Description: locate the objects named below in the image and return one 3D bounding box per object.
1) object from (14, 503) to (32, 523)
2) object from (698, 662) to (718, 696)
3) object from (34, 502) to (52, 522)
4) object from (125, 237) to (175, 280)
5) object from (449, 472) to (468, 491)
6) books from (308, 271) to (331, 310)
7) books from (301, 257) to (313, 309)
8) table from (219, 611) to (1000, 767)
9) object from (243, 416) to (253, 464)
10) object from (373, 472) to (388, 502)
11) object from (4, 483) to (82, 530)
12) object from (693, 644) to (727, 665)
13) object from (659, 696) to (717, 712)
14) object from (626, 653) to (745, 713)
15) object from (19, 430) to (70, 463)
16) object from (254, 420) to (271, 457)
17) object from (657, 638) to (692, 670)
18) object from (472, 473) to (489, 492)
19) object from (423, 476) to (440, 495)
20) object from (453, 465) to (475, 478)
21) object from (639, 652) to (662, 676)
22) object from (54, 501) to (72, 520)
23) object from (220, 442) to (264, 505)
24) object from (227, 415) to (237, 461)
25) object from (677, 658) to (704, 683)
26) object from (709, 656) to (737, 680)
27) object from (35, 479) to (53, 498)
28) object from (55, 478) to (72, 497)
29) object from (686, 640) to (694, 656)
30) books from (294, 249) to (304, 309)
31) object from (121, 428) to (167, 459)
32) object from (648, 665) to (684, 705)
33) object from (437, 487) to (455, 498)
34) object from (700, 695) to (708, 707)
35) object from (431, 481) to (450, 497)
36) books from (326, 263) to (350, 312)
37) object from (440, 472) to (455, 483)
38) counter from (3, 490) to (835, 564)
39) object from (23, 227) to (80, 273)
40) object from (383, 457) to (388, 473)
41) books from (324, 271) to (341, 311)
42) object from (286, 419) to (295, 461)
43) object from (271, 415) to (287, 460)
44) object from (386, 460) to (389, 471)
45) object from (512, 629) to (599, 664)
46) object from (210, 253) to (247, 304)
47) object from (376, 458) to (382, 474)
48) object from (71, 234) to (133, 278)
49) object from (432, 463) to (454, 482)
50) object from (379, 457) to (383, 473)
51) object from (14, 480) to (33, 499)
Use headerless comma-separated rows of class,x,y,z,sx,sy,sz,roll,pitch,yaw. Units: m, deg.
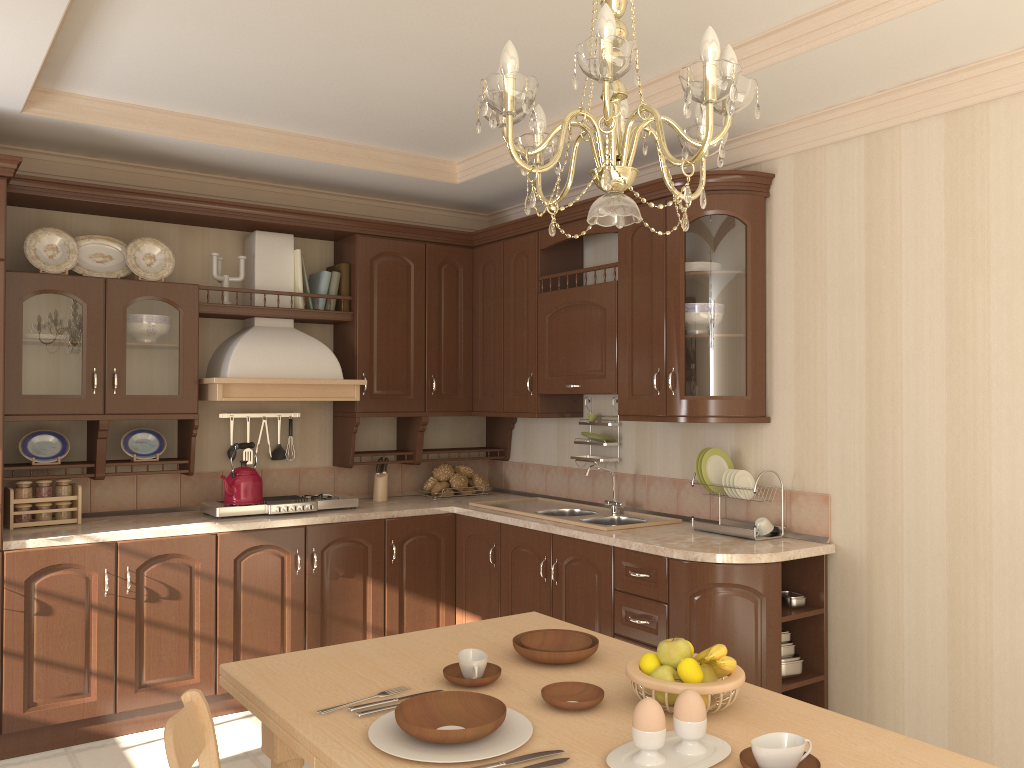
object,-2.093,0.554,3.798,0.068,0.088,0.068,0,-1,-19
object,0.373,0.593,1.772,0.076,0.065,0.077,0,-1,32
object,-2.033,0.555,3.848,0.068,0.088,0.068,0,-1,-19
object,-1.670,-0.579,4.095,0.220,0.210,0.068,1,-1,-37
object,-0.300,0.547,4.973,0.110,0.102,0.115,0,-1,-6
books,-1.019,-0.478,4.634,0.086,0.209,0.205,1,-1,-35
books,-1.094,-0.510,4.589,0.068,0.271,0.194,1,-1,-35
table,0.142,1.026,1.647,0.900,0.774,1.567,1,-1,-35
object,-1.341,0.286,4.507,0.051,0.245,0.003,1,-1,-35
object,-0.709,0.556,4.817,0.078,0.148,0.151,0,-1,3
object,-2.035,0.527,3.848,0.276,0.170,0.140,1,-1,-39
object,0.393,0.552,1.772,0.066,0.085,0.184,0,-1,3
object,0.346,0.636,1.778,0.128,0.011,0.128,0,-1,6
object,0.346,0.604,1.778,0.235,0.068,0.235,0,-1,12
object,-2.050,0.273,3.891,0.202,0.143,0.071,1,-1,-37
object,-1.277,0.280,4.550,0.089,0.195,0.005,1,-1,-35
object,0.326,0.543,1.783,0.068,0.061,0.069,0,-1,-18
object,-0.181,0.561,5.055,0.097,0.106,0.117,0,-1,11
object,-0.450,0.568,4.981,0.092,0.109,0.123,0,-1,23
object,-0.279,0.500,5.067,0.112,0.078,0.125,1,-1,-40
object,0.281,0.570,1.797,0.045,0.047,0.055,0,-1,-3
object,-1.972,0.556,3.897,0.068,0.088,0.068,0,-1,-19
object,-1.259,0.416,4.157,0.181,0.282,0.227,0,-1,-12
object,-1.408,0.273,4.457,0.048,0.231,0.015,1,-1,-33
object,0.347,0.560,1.724,0.051,0.053,0.045,-1,-1,44
object,0.408,0.570,1.758,0.064,0.094,0.176,0,-1,2
object,-2.032,0.455,3.849,0.068,0.088,0.068,0,-1,-19
object,-1.972,0.456,3.899,0.068,0.088,0.068,0,-1,-19
object,0.348,0.551,1.832,0.054,0.046,0.047,0,-1,7
books,-1.122,-0.528,4.562,0.042,0.305,0.194,1,-1,-35
object,-1.711,0.277,4.123,0.202,0.143,0.071,1,-1,-37
object,0.304,0.592,1.744,0.072,0.076,0.074,0,-1,30
object,-0.378,0.605,4.971,0.119,0.058,0.114,0,-1,20
object,0.355,0.607,1.715,0.055,0.046,0.046,0,-1,-2
object,-0.400,0.585,4.930,0.104,0.092,0.114,0,-1,12
books,-0.919,-0.499,4.696,0.052,0.254,0.205,1,-1,-35
object,-0.368,0.540,5.049,0.110,0.092,0.113,0,-1,17
counter,-0.528,0.629,3.632,2.603,0.034,2.422,1,-1,-35
object,-2.004,-0.584,3.863,0.220,0.210,0.068,1,-1,-37
object,-0.694,0.499,4.820,0.027,0.198,0.053,-1,-1,39
books,-0.972,-0.477,4.656,0.080,0.209,0.205,1,-1,-35
object,-1.157,0.291,4.633,0.049,0.219,0.049,-1,-1,33
object,-1.214,0.279,4.609,0.088,0.236,0.028,1,-1,-35
object,-0.695,0.490,4.858,0.022,0.159,0.050,0,-1,25
object,0.103,0.625,2.092,0.204,0.042,0.204,0,-1,4
object,-1.406,-0.503,4.313,0.174,0.248,0.163,0,-1,18
object,-0.729,0.505,4.810,0.027,0.198,0.053,-1,-1,39
object,-1.869,-0.578,4.026,0.342,0.209,0.073,1,-1,-34
object,-0.385,0.496,4.973,0.118,0.105,0.100,1,-1,-40
object,-0.721,0.495,4.840,0.027,0.191,0.052,0,-1,11
object,-2.093,0.454,3.800,0.068,0.088,0.068,0,-1,-19
